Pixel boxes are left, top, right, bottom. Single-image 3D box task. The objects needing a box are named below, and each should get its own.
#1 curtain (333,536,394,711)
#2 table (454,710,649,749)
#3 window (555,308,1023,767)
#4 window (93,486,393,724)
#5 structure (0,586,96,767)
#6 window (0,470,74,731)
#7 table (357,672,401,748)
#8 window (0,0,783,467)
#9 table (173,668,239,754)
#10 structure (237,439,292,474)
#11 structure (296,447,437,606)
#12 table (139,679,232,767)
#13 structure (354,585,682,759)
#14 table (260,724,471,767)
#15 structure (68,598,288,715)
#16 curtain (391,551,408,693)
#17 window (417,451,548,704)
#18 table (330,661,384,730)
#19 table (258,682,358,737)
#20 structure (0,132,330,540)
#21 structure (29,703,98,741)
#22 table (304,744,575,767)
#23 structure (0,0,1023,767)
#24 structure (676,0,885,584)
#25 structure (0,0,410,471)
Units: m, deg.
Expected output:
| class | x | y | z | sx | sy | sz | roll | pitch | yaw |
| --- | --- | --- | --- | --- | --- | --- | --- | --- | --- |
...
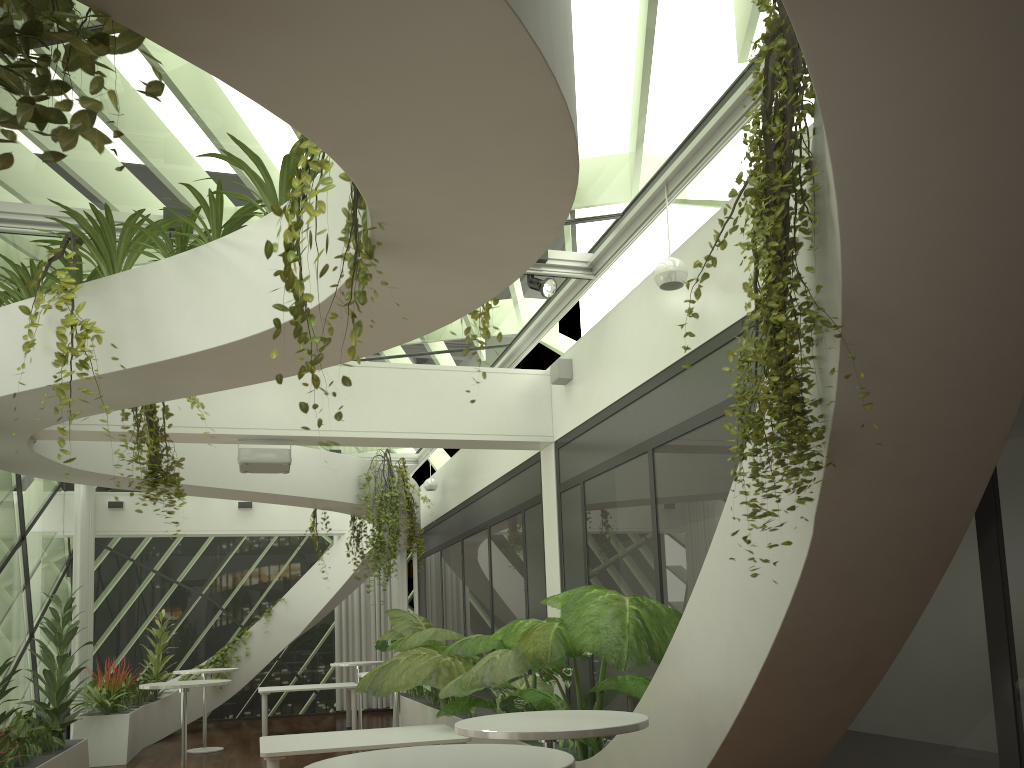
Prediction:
| class | x | y | z | sx | sy | sz | roll | pitch | yaw |
| --- | --- | --- | --- | --- | --- | --- | --- | --- | --- |
| curtain | -2.799 | 4.182 | 16.862 | 1.230 | 4.005 | 0.163 | 0 | -7 | -18 |
| table | 0.195 | 2.025 | 3.825 | 0.859 | 1.073 | 0.875 | 4 | -12 | -31 |
| window | 1.475 | 1.158 | 4.779 | 0.050 | 3.164 | 7.294 | 0 | -14 | -16 |
| window | -4.912 | 3.991 | 16.509 | 5.741 | 4.548 | 0.039 | 1 | -7 | -16 |
| structure | -3.801 | 2.250 | 6.601 | 0.854 | 1.561 | 3.420 | 0 | -14 | -17 |
| window | -5.341 | 1.569 | 7.770 | 0.084 | 4.527 | 17.229 | 0 | -15 | -16 |
| table | -1.175 | 3.568 | 9.172 | 0.859 | 1.073 | 0.875 | -6 | -11 | 18 |
| window | -2.713 | -0.546 | 8.832 | 5.691 | 0.054 | 17.195 | 2 | -16 | -16 |
| table | -4.193 | 4.472 | 11.995 | 0.859 | 1.073 | 0.875 | -6 | -11 | 18 |
| structure | -2.198 | 0.639 | 7.779 | 0.462 | 0.270 | 0.398 | 2 | -13 | -16 |
| structure | -1.933 | 1.897 | 11.536 | 1.455 | 2.029 | 1.656 | -10 | -13 | 37 |
| table | -3.197 | 3.482 | 8.581 | 0.859 | 1.073 | 0.875 | -6 | -11 | 18 |
| structure | -0.763 | 3.031 | 8.744 | 1.783 | 1.675 | 9.153 | 1 | -16 | -16 |
| table | -1.140 | 3.060 | 6.673 | 1.501 | 0.703 | 1.097 | 2 | -14 | -16 |
| structure | -5.395 | 4.039 | 13.159 | 2.039 | 1.631 | 4.891 | -5 | -15 | 14 |
| curtain | -2.074 | 3.982 | 16.245 | 0.160 | 4.004 | 1.020 | 0 | -7 | -18 |
| window | -0.615 | 3.237 | 11.950 | 0.050 | 3.164 | 7.386 | 0 | -14 | -16 |
| table | -2.170 | 4.558 | 12.586 | 0.859 | 1.073 | 0.875 | -6 | -11 | 18 |
| table | -3.167 | 5.076 | 13.627 | 1.501 | 0.703 | 1.097 | 2 | -14 | -16 |
| structure | -2.664 | 0.226 | 5.693 | 4.689 | 2.266 | 1.464 | -13 | -14 | 36 |
| structure | -5.304 | 3.768 | 8.244 | 0.259 | 0.492 | 15.565 | 0 | -16 | -16 |
| table | -0.210 | 1.726 | 2.695 | 0.859 | 1.073 | 0.875 | 4 | -12 | -31 |
| structure | -1.379 | 1.020 | 4.021 | 5.916 | 4.121 | 25.073 | 0 | -15 | -10 |
| structure | 0.994 | -0.371 | 3.028 | 0.615 | 2.072 | 1.090 | -2 | -9 | -5 |
| structure | -1.223 | -0.639 | 1.890 | 1.245 | 1.815 | 3.254 | -10 | -15 | 38 |
